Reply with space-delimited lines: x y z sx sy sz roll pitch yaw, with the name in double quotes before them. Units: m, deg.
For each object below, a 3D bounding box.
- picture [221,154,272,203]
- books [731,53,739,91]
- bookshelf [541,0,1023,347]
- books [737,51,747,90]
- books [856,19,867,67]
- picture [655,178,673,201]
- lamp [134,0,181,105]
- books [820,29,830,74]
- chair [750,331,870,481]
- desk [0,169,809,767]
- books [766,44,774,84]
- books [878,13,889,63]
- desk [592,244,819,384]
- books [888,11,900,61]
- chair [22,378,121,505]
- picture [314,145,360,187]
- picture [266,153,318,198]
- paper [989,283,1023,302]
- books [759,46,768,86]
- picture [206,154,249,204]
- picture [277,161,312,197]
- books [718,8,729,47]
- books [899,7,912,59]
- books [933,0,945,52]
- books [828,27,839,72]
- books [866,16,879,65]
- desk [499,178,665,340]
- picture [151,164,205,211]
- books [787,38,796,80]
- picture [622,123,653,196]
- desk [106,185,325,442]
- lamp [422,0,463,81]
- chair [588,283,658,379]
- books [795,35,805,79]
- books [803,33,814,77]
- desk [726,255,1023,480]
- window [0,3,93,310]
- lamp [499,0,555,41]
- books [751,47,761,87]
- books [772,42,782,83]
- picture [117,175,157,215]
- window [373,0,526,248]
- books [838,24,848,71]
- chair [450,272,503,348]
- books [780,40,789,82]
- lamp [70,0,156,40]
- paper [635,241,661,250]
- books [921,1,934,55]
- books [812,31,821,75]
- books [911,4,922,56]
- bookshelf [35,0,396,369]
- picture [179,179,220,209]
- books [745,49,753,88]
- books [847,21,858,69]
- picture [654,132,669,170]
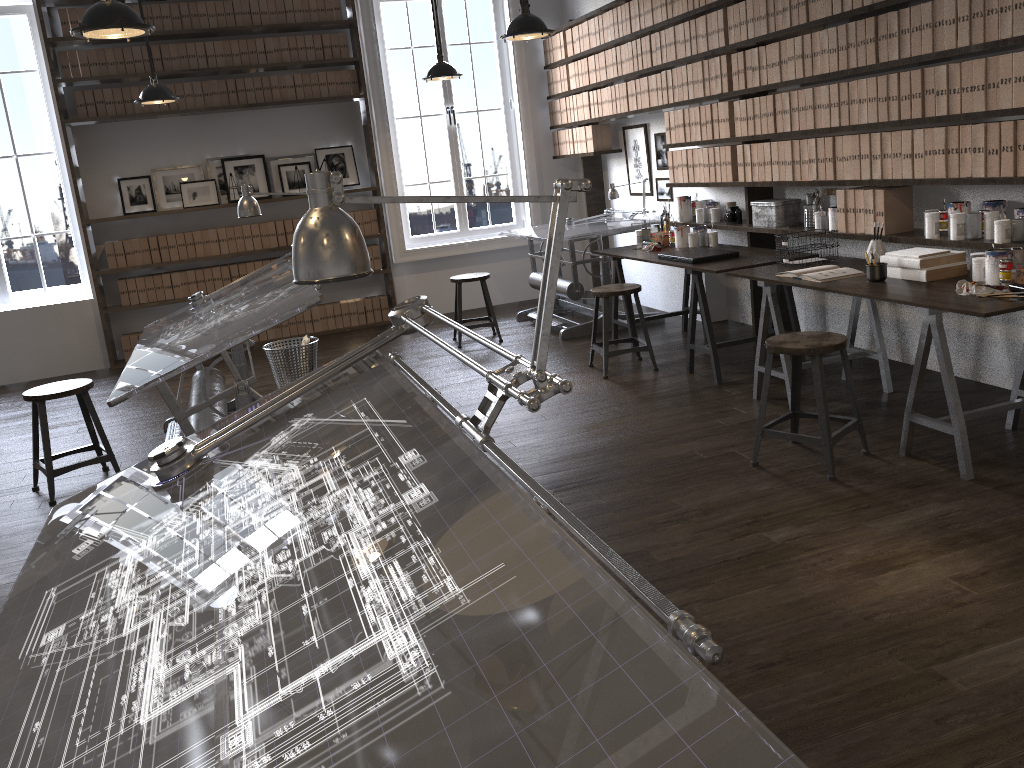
"picture" -2.323 -1.794 7.748 0.374 0.387 0.150 -10 12 -17
"books" 1.430 -1.895 5.376 0.175 0.223 0.067 -10 12 -17
"bookshelf" 2.051 -0.805 4.223 0.374 3.173 9.256 -10 14 -16
"books" 1.448 -1.879 5.305 0.175 0.223 0.067 -10 12 -17
"books" 1.781 -1.668 4.332 0.175 0.223 0.067 -10 12 -17
"picture" 1.199 -1.528 6.953 0.023 0.181 0.253 -10 14 -16
"lamp" -2.590 -3.049 5.950 0.315 2.230 0.312 -15 14 -36
"books" 1.691 -1.723 4.587 0.175 0.223 0.067 -10 12 -17
"chair" 1.226 0.072 3.663 0.361 0.522 0.373 -18 17 -42
"desk" -0.359 0.364 1.459 1.079 1.372 2.086 -10 14 -16
"books" 1.544 -1.822 5.037 0.175 0.223 0.067 -10 12 -17
"books" 1.827 -1.638 4.192 0.175 0.223 0.067 -10 12 -17
"desk" 1.174 -0.511 5.679 0.657 0.662 1.683 -10 14 -16
"books" 1.845 -1.622 4.124 0.175 0.223 0.067 -10 12 -17
"chair" -2.196 0.268 4.395 0.374 0.522 0.360 -16 16 -38
"picture" -1.577 -1.959 7.996 0.344 0.361 0.162 -10 13 -17
"picture" -1.946 -1.862 7.918 0.435 0.357 0.096 -10 12 -17
"paper" 1.865 -0.344 3.296 0.137 0.038 0.157 -7 14 -2
"books" 1.521 -1.836 5.103 0.175 0.223 0.067 -10 12 -17
"picture" -2.458 -1.789 7.760 0.370 0.402 0.092 -10 12 -17
"picture" -1.918 -1.823 7.890 0.290 0.287 0.128 -10 13 -17
"books" 1.359 -2.183 5.429 0.175 0.223 0.067 -10 12 -17
"books" 1.871 -1.609 4.059 0.175 0.223 0.067 -10 12 -17
"books" 1.935 -1.567 3.866 0.175 0.223 0.067 -10 12 -17
"books" 1.711 -1.708 4.518 0.175 0.223 0.067 -10 12 -17
"books" 1.799 -1.652 4.261 0.175 0.223 0.067 -10 12 -17
"desk" 0.608 -1.050 7.158 1.074 1.086 1.279 -10 14 -16
"picture" -2.860 -1.692 7.636 0.416 0.361 0.084 -10 12 -17
"books" 1.603 -1.781 4.851 0.175 0.223 0.067 -10 12 -17
"picture" 1.036 -1.837 7.285 0.040 0.569 0.418 -10 13 -16
"desk" -1.413 -0.319 4.599 1.079 1.372 2.299 -10 14 -16
"lamp" -0.652 -3.417 6.539 0.315 2.230 0.312 -15 14 -36
"chair" 0.672 -0.343 5.532 0.359 0.522 0.375 -8 13 -8
"books" 1.624 -1.766 4.783 0.175 0.223 0.067 -10 12 -17
"books" 1.650 -1.752 4.718 0.175 0.223 0.067 -10 12 -17
"desk" 1.729 -0.152 4.026 0.657 0.662 1.683 -10 14 -16
"window" -4.343 -1.757 7.144 1.486 2.472 0.154 -10 12 -17
"lamp" -0.036 -3.020 4.717 0.315 2.230 0.312 -15 14 -36
"books" 1.495 -1.850 5.168 0.175 0.223 0.067 -10 12 -17
"books" 1.559 -1.807 4.972 0.175 0.223 0.067 -10 12 -17
"picture" -3.197 -1.608 7.556 0.267 0.312 0.058 -10 12 -17
"window" -0.568 -2.450 8.176 1.248 2.286 0.154 -10 12 -17
"books" 1.734 -1.693 4.450 0.175 0.223 0.067 -10 12 -17
"chair" -0.297 -0.583 6.898 0.359 0.522 0.375 -8 13 -8
"books" 1.585 -1.794 4.911 0.175 0.223 0.067 -10 12 -17
"lamp" -1.690 -2.465 3.267 0.312 2.230 0.314 -6 12 3
"paper" 0.924 -0.955 6.101 0.138 0.038 0.156 -15 16 -31
"books" 1.909 -1.579 3.928 0.175 0.223 0.067 -10 12 -17
"books" 1.673 -1.738 4.653 0.175 0.223 0.067 -10 12 -17
"books" 1.894 -1.594 3.992 0.175 0.223 0.067 -10 12 -17
"bookshelf" -2.403 -1.482 7.794 2.479 3.686 0.416 -10 12 -17
"picture" -2.689 -1.635 7.622 0.300 0.227 0.146 -10 13 -17
"books" 1.477 -1.865 5.236 0.175 0.223 0.067 -10 12 -17
"books" 1.758 -1.681 4.392 0.175 0.223 0.067 -10 12 -17
"picture" 1.171 -1.809 6.886 0.022 0.281 0.203 -10 13 -17
